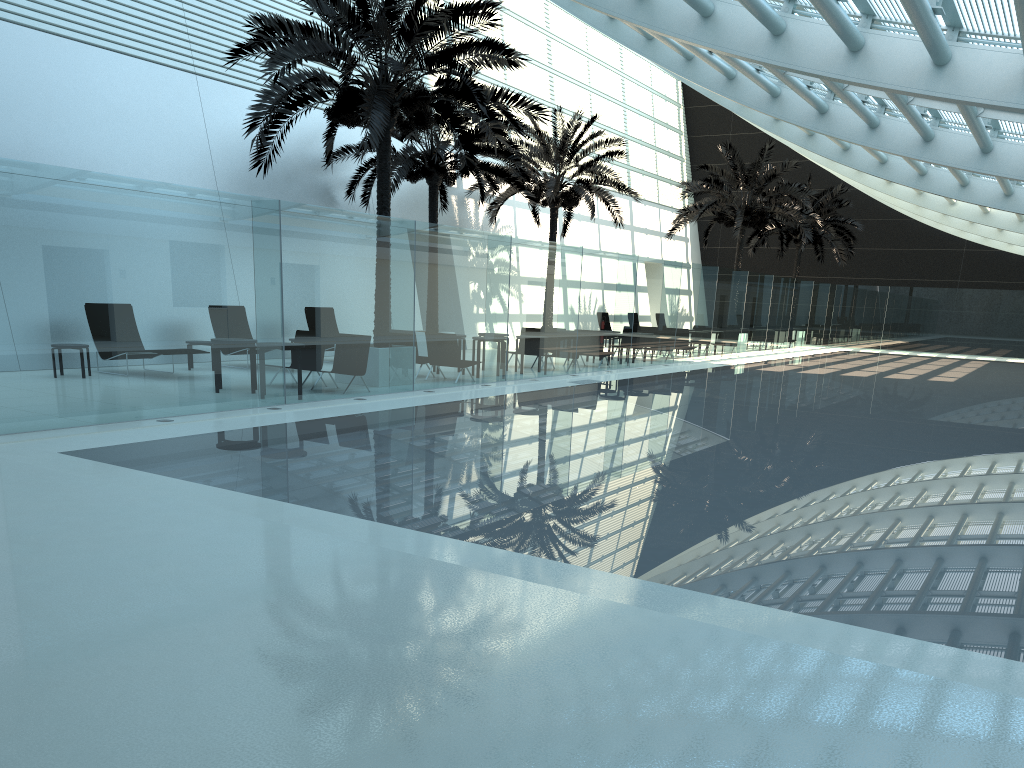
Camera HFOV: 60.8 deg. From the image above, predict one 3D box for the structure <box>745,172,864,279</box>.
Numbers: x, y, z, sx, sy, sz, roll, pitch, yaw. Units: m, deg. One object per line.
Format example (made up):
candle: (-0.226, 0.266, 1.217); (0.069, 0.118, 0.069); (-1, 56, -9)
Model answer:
structure: (12.285, -5.163, 36.957); (4.447, 7.276, 4.639); (5, 13, 10)

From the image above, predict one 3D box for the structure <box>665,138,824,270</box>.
structure: (7.925, -4.676, 30.227); (4.774, 7.277, 4.320); (8, 14, 24)

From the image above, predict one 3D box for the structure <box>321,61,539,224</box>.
structure: (-1.904, -4.053, 20.710); (4.631, 7.085, 4.126); (5, 13, 10)

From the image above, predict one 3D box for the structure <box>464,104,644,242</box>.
structure: (1.120, -4.462, 25.772); (4.623, 7.148, 4.134); (-3, 14, -24)

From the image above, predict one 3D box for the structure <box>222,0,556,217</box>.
structure: (-2.267, -3.524, 14.375); (4.399, 7.277, 4.690); (-8, 16, -39)
